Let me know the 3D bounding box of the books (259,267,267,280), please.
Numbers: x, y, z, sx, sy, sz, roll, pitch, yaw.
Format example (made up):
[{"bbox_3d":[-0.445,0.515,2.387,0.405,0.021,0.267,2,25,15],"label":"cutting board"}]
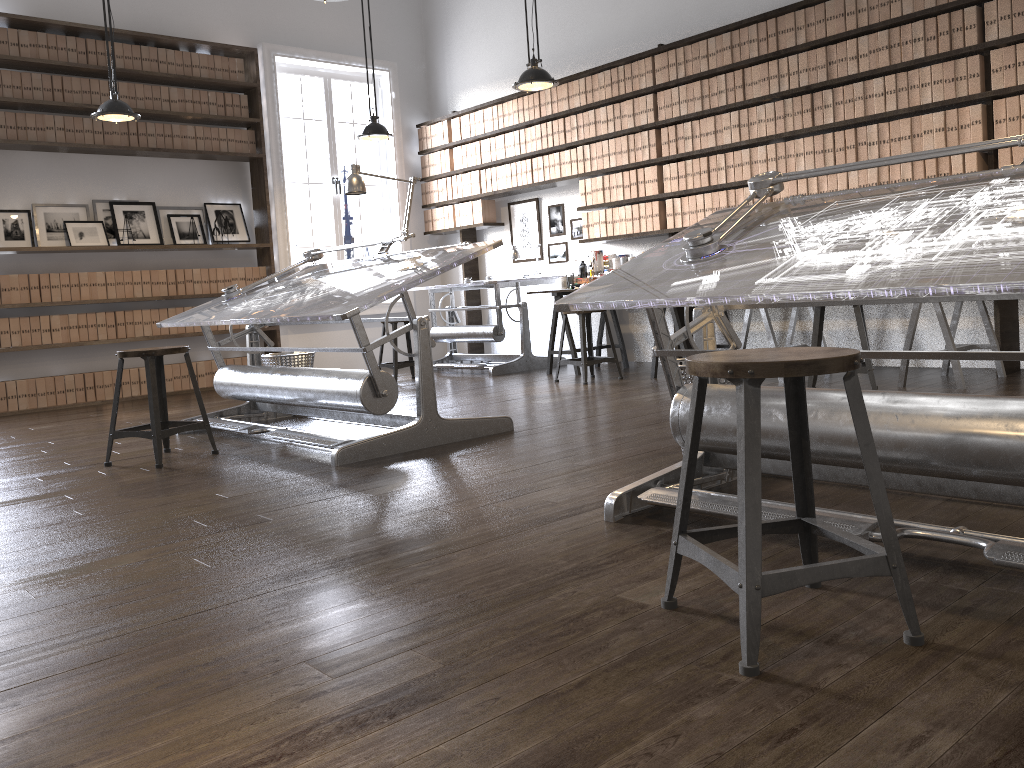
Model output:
[{"bbox_3d":[-2.311,-0.956,8.103,0.067,0.225,0.174,-7,5,-41],"label":"books"}]

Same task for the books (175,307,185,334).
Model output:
[{"bbox_3d":[-2.877,-0.544,7.602,0.067,0.225,0.174,-7,5,-41],"label":"books"}]

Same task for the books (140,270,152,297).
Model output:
[{"bbox_3d":[-3.090,-0.834,7.417,0.067,0.225,0.174,-7,5,-41],"label":"books"}]

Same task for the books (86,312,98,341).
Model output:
[{"bbox_3d":[-3.410,-0.461,7.141,0.067,0.225,0.174,-7,5,-41],"label":"books"}]

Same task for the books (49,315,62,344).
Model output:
[{"bbox_3d":[-3.609,-0.429,6.962,0.067,0.225,0.174,-7,5,-41],"label":"books"}]

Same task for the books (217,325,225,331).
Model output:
[{"bbox_3d":[-2.613,-0.585,7.836,0.067,0.225,0.174,-7,5,-41],"label":"books"}]

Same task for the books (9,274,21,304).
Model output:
[{"bbox_3d":[-3.826,-0.719,6.775,0.067,0.225,0.174,-7,5,-41],"label":"books"}]

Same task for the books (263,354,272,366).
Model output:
[{"bbox_3d":[-2.267,-0.156,8.140,0.067,0.225,0.174,-7,5,-41],"label":"books"}]

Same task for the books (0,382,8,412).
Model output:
[{"bbox_3d":[-3.891,0.098,6.713,0.067,0.225,0.174,-7,5,-41],"label":"books"}]

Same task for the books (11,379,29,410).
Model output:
[{"bbox_3d":[-3.782,0.082,6.806,0.067,0.225,0.174,-7,5,-41],"label":"books"}]

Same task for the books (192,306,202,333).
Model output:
[{"bbox_3d":[-2.771,-0.561,7.699,0.067,0.225,0.174,-7,5,-41],"label":"books"}]

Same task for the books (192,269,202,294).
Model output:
[{"bbox_3d":[-2.769,-0.885,7.702,0.067,0.225,0.174,-7,5,-41],"label":"books"}]

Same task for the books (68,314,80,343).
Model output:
[{"bbox_3d":[-3.509,-0.445,7.046,0.067,0.225,0.174,-7,5,-41],"label":"books"}]

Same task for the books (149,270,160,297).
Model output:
[{"bbox_3d":[-3.036,-0.842,7.464,0.067,0.225,0.174,-7,5,-41],"label":"books"}]

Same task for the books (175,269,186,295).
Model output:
[{"bbox_3d":[-2.877,-0.868,7.605,0.067,0.225,0.174,-7,5,-41],"label":"books"}]

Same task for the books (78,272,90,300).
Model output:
[{"bbox_3d":[-3.453,-0.777,7.098,0.067,0.225,0.174,-7,5,-41],"label":"books"}]

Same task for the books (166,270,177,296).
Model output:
[{"bbox_3d":[-2.936,-0.859,7.561,0.067,0.225,0.174,-7,5,-41],"label":"books"}]

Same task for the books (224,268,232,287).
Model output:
[{"bbox_3d":[-2.564,-0.917,7.886,0.067,0.225,0.174,-7,5,-41],"label":"books"}]

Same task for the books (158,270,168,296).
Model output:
[{"bbox_3d":[-2.992,-0.850,7.509,0.067,0.225,0.174,-7,5,-41],"label":"books"}]

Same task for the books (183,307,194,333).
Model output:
[{"bbox_3d":[-2.823,-0.552,7.649,0.067,0.225,0.174,-7,5,-41],"label":"books"}]

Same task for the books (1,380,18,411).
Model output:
[{"bbox_3d":[-3.835,0.090,6.757,0.067,0.225,0.174,-7,5,-41],"label":"books"}]

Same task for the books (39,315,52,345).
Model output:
[{"bbox_3d":[-3.661,-0.421,6.913,0.067,0.225,0.174,-7,5,-41],"label":"books"}]

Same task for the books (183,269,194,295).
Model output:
[{"bbox_3d":[-2.825,-0.876,7.659,0.067,0.225,0.174,-7,5,-41],"label":"books"}]

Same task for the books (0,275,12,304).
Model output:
[{"bbox_3d":[-3.870,-0.712,6.730,0.067,0.225,0.174,-7,5,-41],"label":"books"}]

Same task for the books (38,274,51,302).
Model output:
[{"bbox_3d":[-3.667,-0.744,6.918,0.067,0.225,0.174,-7,5,-41],"label":"books"}]

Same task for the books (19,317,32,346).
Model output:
[{"bbox_3d":[-3.770,-0.405,6.825,0.067,0.225,0.174,-7,5,-41],"label":"books"}]

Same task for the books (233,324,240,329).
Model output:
[{"bbox_3d":[-2.514,-0.601,7.928,0.067,0.225,0.174,-7,5,-41],"label":"books"}]

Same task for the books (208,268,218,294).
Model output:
[{"bbox_3d":[-2.665,-0.901,7.799,0.067,0.225,0.174,-7,5,-41],"label":"books"}]

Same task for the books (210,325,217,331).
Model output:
[{"bbox_3d":[-2.668,-0.577,7.793,0.067,0.225,0.174,-7,5,-41],"label":"books"}]

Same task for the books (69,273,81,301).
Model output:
[{"bbox_3d":[-3.507,-0.769,7.058,0.067,0.225,0.174,-7,5,-41],"label":"books"}]

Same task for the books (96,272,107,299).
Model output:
[{"bbox_3d":[-3.358,-0.792,7.186,0.067,0.225,0.174,-7,5,-41],"label":"books"}]

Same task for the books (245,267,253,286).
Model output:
[{"bbox_3d":[-2.415,-0.941,8.018,0.067,0.225,0.174,-7,5,-41],"label":"books"}]

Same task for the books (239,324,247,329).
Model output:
[{"bbox_3d":[-2.461,-0.609,7.968,0.067,0.225,0.174,-7,5,-41],"label":"books"}]

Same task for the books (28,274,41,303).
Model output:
[{"bbox_3d":[-3.719,-0.736,6.865,0.067,0.225,0.174,-7,5,-41],"label":"books"}]

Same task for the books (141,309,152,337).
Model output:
[{"bbox_3d":[-3.087,-0.511,7.421,0.067,0.225,0.174,-7,5,-41],"label":"books"}]

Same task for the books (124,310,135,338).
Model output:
[{"bbox_3d":[-3.193,-0.495,7.333,0.067,0.225,0.174,-7,5,-41],"label":"books"}]

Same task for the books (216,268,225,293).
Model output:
[{"bbox_3d":[-2.611,-0.909,7.839,0.067,0.225,0.174,-7,5,-41],"label":"books"}]

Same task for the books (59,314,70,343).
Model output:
[{"bbox_3d":[-3.563,-0.437,7.005,0.067,0.225,0.174,-7,5,-41],"label":"books"}]

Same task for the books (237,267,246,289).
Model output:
[{"bbox_3d":[-2.465,-0.932,7.969,0.067,0.225,0.174,-7,5,-41],"label":"books"}]

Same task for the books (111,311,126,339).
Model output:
[{"bbox_3d":[-3.244,-0.486,7.280,0.067,0.225,0.174,-7,5,-41],"label":"books"}]

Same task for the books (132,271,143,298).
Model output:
[{"bbox_3d":[-3.147,-0.826,7.371,0.067,0.225,0.174,-7,5,-41],"label":"books"}]

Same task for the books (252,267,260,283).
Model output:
[{"bbox_3d":[-2.364,-0.949,8.065,0.067,0.225,0.174,-7,5,-41],"label":"books"}]

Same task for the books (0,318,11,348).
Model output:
[{"bbox_3d":[-3.872,-0.388,6.726,0.067,0.225,0.174,-7,5,-41],"label":"books"}]

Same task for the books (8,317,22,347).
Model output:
[{"bbox_3d":[-3.820,-0.396,6.777,0.067,0.225,0.174,-7,5,-41],"label":"books"}]

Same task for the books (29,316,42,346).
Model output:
[{"bbox_3d":[-3.717,-0.413,6.870,0.067,0.225,0.174,-7,5,-41],"label":"books"}]

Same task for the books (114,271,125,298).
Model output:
[{"bbox_3d":[-3.252,-0.809,7.281,0.067,0.225,0.174,-7,5,-41],"label":"books"}]

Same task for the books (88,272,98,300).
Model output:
[{"bbox_3d":[-3.406,-0.785,7.145,0.067,0.225,0.174,-7,5,-41],"label":"books"}]

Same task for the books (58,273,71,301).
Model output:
[{"bbox_3d":[-3.560,-0.761,7.011,0.067,0.225,0.174,-7,5,-41],"label":"books"}]

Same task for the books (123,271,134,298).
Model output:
[{"bbox_3d":[-3.201,-0.818,7.328,0.067,0.225,0.174,-7,5,-41],"label":"books"}]

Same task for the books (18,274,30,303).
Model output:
[{"bbox_3d":[-3.778,-0.727,6.820,0.067,0.225,0.174,-7,5,-41],"label":"books"}]

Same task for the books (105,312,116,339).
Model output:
[{"bbox_3d":[-3.304,-0.478,7.235,0.067,0.225,0.174,-7,5,-41],"label":"books"}]

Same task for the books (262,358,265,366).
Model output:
[{"bbox_3d":[-2.325,-0.147,8.092,0.067,0.225,0.174,-7,5,-41],"label":"books"}]

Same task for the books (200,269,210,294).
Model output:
[{"bbox_3d":[-2.718,-0.893,7.752,0.067,0.225,0.174,-7,5,-41],"label":"books"}]

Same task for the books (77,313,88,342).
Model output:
[{"bbox_3d":[-3.463,-0.453,7.094,0.067,0.225,0.174,-7,5,-41],"label":"books"}]

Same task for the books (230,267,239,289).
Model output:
[{"bbox_3d":[-2.516,-0.924,7.926,0.067,0.225,0.174,-7,5,-41],"label":"books"}]

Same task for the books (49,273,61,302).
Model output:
[{"bbox_3d":[-3.610,-0.753,6.962,0.067,0.225,0.174,-7,5,-41],"label":"books"}]

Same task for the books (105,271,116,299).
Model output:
[{"bbox_3d":[-3.302,-0.801,7.232,0.067,0.225,0.174,-7,5,-41],"label":"books"}]
